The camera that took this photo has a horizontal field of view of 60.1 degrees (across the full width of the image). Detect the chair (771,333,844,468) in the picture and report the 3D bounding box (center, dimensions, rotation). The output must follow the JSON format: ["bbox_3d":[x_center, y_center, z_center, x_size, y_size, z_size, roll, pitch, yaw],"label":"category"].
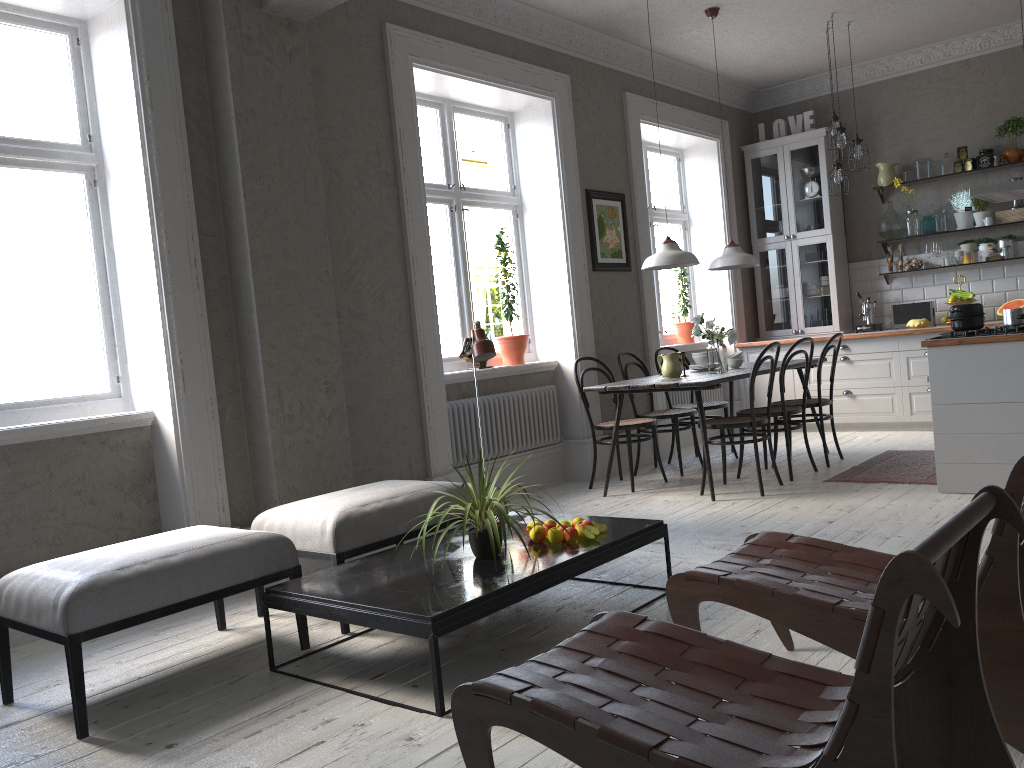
[{"bbox_3d":[2.106,0.116,6.327,0.538,0.921,0.447,-3,3,37],"label":"chair"}]

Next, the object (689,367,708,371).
[{"bbox_3d":[1.416,-0.113,6.479,0.242,0.027,0.233,-7,3,-32],"label":"object"}]

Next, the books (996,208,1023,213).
[{"bbox_3d":[4.255,-1.468,7.492,0.161,0.011,0.255,-8,4,-44],"label":"books"}]

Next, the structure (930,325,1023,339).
[{"bbox_3d":[2.720,-0.304,5.052,0.486,0.031,0.618,-3,3,40],"label":"structure"}]

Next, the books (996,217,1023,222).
[{"bbox_3d":[4.262,-1.393,7.496,0.161,0.016,0.255,-7,3,-37],"label":"books"}]

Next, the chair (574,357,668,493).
[{"bbox_3d":[0.741,0.254,6.139,0.447,0.921,0.537,-8,4,-42],"label":"chair"}]

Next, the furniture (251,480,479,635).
[{"bbox_3d":[-0.615,0.701,3.896,0.571,0.476,0.845,-3,3,40],"label":"furniture"}]

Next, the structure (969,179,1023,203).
[{"bbox_3d":[3.355,-2.043,5.692,0.698,1.596,0.727,-3,4,40],"label":"structure"}]

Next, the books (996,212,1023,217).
[{"bbox_3d":[4.258,-1.436,7.494,0.161,0.011,0.255,-8,4,-44],"label":"books"}]

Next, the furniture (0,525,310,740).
[{"bbox_3d":[-1.259,0.797,3.129,0.571,0.476,0.845,-3,3,40],"label":"furniture"}]

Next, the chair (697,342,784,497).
[{"bbox_3d":[1.430,0.215,5.543,0.538,0.921,0.447,-3,3,37],"label":"chair"}]

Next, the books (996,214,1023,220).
[{"bbox_3d":[4.260,-1.415,7.495,0.161,0.011,0.255,-8,4,-44],"label":"books"}]

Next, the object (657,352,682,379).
[{"bbox_3d":[1.054,-0.125,5.900,0.149,0.170,0.136,-5,3,1],"label":"object"}]

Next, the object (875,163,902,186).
[{"bbox_3d":[3.417,-1.904,8.047,0.177,0.216,0.187,-7,3,-36],"label":"object"}]

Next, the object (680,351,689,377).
[{"bbox_3d":[1.150,-0.133,5.931,0.060,0.167,0.058,-8,3,-36],"label":"object"}]

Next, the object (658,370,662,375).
[{"bbox_3d":[1.131,-0.126,6.410,0.137,0.112,0.141,-4,3,23],"label":"object"}]

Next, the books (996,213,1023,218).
[{"bbox_3d":[4.259,-1.426,7.494,0.255,0.011,0.161,-3,3,43],"label":"books"}]

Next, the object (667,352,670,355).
[{"bbox_3d":[1.080,-0.134,6.036,0.063,0.172,0.061,-7,3,-28],"label":"object"}]

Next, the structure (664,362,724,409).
[{"bbox_3d":[1.589,0.028,8.021,0.146,0.428,1.248,-3,3,38],"label":"structure"}]

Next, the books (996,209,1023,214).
[{"bbox_3d":[4.256,-1.458,7.493,0.161,0.016,0.255,-8,3,-41],"label":"books"}]

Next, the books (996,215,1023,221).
[{"bbox_3d":[4.261,-1.404,7.495,0.161,0.016,0.255,-8,3,-41],"label":"books"}]

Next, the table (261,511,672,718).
[{"bbox_3d":[-0.110,0.777,3.320,0.831,0.303,1.337,-3,3,40],"label":"table"}]

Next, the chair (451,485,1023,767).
[{"bbox_3d":[0.415,0.585,1.707,0.995,0.721,0.518,-3,4,40],"label":"chair"}]

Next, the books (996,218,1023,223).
[{"bbox_3d":[4.263,-1.383,7.497,0.161,0.011,0.255,-8,4,-44],"label":"books"}]

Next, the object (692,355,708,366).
[{"bbox_3d":[1.410,-0.166,6.476,0.176,0.094,0.183,-4,3,31],"label":"object"}]

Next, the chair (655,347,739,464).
[{"bbox_3d":[1.432,0.152,6.941,0.447,0.921,0.538,-8,3,-37],"label":"chair"}]

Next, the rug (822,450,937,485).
[{"bbox_3d":[2.648,0.537,5.867,0.721,0.014,1.316,-3,3,40],"label":"rug"}]

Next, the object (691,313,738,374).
[{"bbox_3d":[1.355,-0.277,5.903,0.305,0.414,0.256,-3,3,38],"label":"object"}]

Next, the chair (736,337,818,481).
[{"bbox_3d":[1.776,0.163,5.962,0.447,0.921,0.537,-8,4,-42],"label":"chair"}]

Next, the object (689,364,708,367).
[{"bbox_3d":[1.414,-0.130,6.478,0.241,0.027,0.233,-7,3,-27],"label":"object"}]

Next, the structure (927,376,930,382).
[{"bbox_3d":[2.772,0.057,5.050,0.605,0.623,0.635,-3,3,40],"label":"structure"}]

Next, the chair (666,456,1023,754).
[{"bbox_3d":[0.975,0.502,2.375,0.995,0.721,0.518,-3,4,40],"label":"chair"}]

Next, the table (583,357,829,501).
[{"bbox_3d":[1.459,0.274,6.259,0.886,0.735,1.960,-3,3,40],"label":"table"}]

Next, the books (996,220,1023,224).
[{"bbox_3d":[4.264,-1.371,7.497,0.255,0.011,0.161,-3,3,43],"label":"books"}]

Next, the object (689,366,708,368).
[{"bbox_3d":[1.415,-0.122,6.478,0.236,0.027,0.238,-5,3,8],"label":"object"}]

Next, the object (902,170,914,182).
[{"bbox_3d":[3.580,-1.864,7.994,0.101,0.111,0.105,-3,3,40],"label":"object"}]

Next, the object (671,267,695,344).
[{"bbox_3d":[1.591,-0.782,8.243,0.264,0.813,0.256,-7,3,-23],"label":"object"}]

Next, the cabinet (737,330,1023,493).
[{"bbox_3d":[3.244,0.024,6.584,1.993,0.854,4.182,-6,3,-3],"label":"cabinet"}]

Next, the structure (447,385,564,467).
[{"bbox_3d":[-0.067,0.275,6.048,0.146,0.428,1.248,-3,3,38],"label":"structure"}]

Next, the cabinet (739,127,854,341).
[{"bbox_3d":[2.762,-1.389,8.543,0.861,1.921,0.396,-3,4,40],"label":"cabinet"}]

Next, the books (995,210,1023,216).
[{"bbox_3d":[4.257,-1.447,7.493,0.161,0.016,0.255,-7,3,-37],"label":"books"}]

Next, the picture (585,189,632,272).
[{"bbox_3d":[0.755,-1.179,6.855,0.019,0.620,0.532,-3,4,40],"label":"picture"}]

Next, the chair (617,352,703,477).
[{"bbox_3d":[1.101,0.200,6.573,0.538,0.921,0.447,-3,3,37],"label":"chair"}]
